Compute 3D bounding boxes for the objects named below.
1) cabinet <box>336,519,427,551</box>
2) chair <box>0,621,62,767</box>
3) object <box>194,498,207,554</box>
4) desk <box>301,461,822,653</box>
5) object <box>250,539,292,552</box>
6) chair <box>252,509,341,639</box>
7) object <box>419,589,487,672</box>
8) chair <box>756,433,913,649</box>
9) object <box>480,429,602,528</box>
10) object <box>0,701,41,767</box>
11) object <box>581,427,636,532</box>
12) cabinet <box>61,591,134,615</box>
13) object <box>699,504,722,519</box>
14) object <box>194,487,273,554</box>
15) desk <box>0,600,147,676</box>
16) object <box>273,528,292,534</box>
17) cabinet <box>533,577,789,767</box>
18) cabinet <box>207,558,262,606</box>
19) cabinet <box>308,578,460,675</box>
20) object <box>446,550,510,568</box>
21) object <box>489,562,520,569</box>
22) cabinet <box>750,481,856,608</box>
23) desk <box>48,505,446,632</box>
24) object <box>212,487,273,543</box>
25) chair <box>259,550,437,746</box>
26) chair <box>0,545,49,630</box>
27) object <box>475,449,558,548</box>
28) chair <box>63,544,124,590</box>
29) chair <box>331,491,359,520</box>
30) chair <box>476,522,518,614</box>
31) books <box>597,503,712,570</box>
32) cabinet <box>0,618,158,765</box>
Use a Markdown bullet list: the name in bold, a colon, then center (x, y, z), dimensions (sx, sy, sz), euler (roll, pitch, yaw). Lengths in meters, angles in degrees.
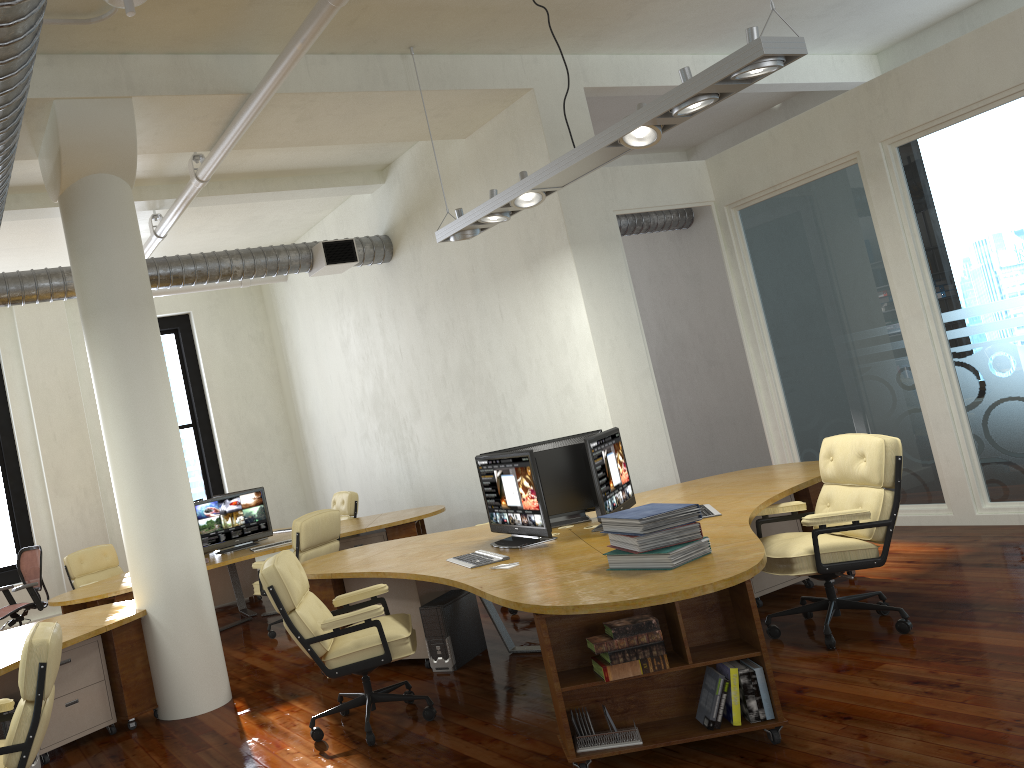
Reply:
- **cabinet**: center (-1.291, 1.743, 8.877), dimensions (0.912, 0.711, 0.863), euler (-12, -3, 4)
- **chair**: center (-2.350, 1.662, 3.989), dimensions (0.736, 1.024, 0.757), euler (-11, -3, -21)
- **object**: center (-3.346, 1.511, 9.258), dimensions (0.301, 0.554, 0.779), euler (-13, -2, 5)
- **desk**: center (0.083, 1.339, 5.678), dimensions (3.815, 0.736, 3.543), euler (-13, -2, 30)
- **object**: center (-2.258, 1.532, 8.468), dimensions (0.450, 0.016, 0.241), euler (-11, -2, -18)
- **chair**: center (-1.904, 1.685, 7.961), dimensions (0.849, 1.024, 0.654), euler (-14, -4, 29)
- **object**: center (-0.389, 1.615, 5.852), dimensions (0.196, 0.412, 0.438), euler (-14, -3, 27)
- **chair**: center (1.703, 0.831, 4.855), dimensions (0.773, 1.024, 0.723), euler (-12, -3, -6)
- **object**: center (0.244, 0.651, 5.842), dimensions (0.831, 0.554, 0.281), euler (-12, -3, 8)
- **object**: center (-3.088, 2.173, 5.411), dimensions (0.526, 0.412, 0.163), euler (-14, -4, 39)
- **object**: center (0.606, 0.559, 5.318), dimensions (0.313, 0.554, 0.746), euler (-14, -3, 22)
- **cabinet**: center (-3.432, 2.172, 8.061), dimensions (0.968, 0.711, 0.806), euler (-14, -3, 34)
- **object**: center (1.045, 0.734, 5.082), dimensions (0.237, 0.016, 0.458), euler (-12, -2, 6)
- **object**: center (-2.795, 1.383, 8.888), dimensions (0.737, 0.554, 0.316), euler (-11, -4, -34)
- **desk**: center (-4.161, 2.216, 5.015), dimensions (3.629, 0.736, 3.750), euler (-12, -2, 7)
- **object**: center (-2.509, 1.627, 9.865), dimensions (0.522, 0.016, 0.207), euler (-13, -2, 39)
- **cabinet**: center (0.563, 1.208, 4.033), dimensions (0.892, 0.711, 0.882), euler (-12, -3, -1)
- **cabinet**: center (-3.430, 2.243, 10.493), dimensions (0.824, 0.711, 0.951), euler (-11, -3, -26)
- **cabinet**: center (-0.852, 1.574, 6.290), dimensions (0.968, 0.711, 0.807), euler (-14, -3, 29)
- **object**: center (-0.203, 0.997, 5.070), dimensions (0.218, 0.016, 0.497), euler (-11, -2, -19)
- **object**: center (-0.041, 0.952, 4.640), dimensions (0.100, 0.015, 0.147), euler (-10, -2, -43)
- **cabinet**: center (1.610, 1.046, 6.042), dimensions (0.818, 0.711, 0.956), euler (-11, -3, -31)
- **desk**: center (-2.920, 2.087, 9.509), dimensions (3.626, 0.736, 3.741), euler (-11, -2, -25)
- **object**: center (-2.876, 1.418, 9.477), dimensions (0.884, 0.554, 0.264), euler (-14, -4, 35)
- **chair**: center (-0.902, 1.383, 4.912), dimensions (0.786, 1.024, 0.711), euler (-12, -3, 0)
- **chair**: center (-6.817, 2.619, 6.728), dimensions (1.023, 1.161, 7.271), euler (-14, -2, 24)
- **object**: center (-0.007, 0.691, 5.393), dimensions (0.273, 0.553, 0.856), euler (-11, -3, -24)
- **chair**: center (-4.288, 2.235, 9.526), dimensions (0.853, 1.024, 0.650), euler (-14, -4, 34)
- **chair**: center (-2.121, 1.798, 10.231), dimensions (0.726, 1.024, 0.766), euler (-11, -4, -26)
- **chair**: center (0.130, 1.229, 7.077), dimensions (0.779, 1.024, 0.712), euler (-14, -4, 29)
- **books**: center (0.624, 0.683, 3.977), dimensions (0.392, 0.227, 0.484), euler (-11, -2, -20)
- **cabinet**: center (-2.999, 2.018, 5.966), dimensions (0.970, 0.711, 0.804), euler (-14, -3, 37)
